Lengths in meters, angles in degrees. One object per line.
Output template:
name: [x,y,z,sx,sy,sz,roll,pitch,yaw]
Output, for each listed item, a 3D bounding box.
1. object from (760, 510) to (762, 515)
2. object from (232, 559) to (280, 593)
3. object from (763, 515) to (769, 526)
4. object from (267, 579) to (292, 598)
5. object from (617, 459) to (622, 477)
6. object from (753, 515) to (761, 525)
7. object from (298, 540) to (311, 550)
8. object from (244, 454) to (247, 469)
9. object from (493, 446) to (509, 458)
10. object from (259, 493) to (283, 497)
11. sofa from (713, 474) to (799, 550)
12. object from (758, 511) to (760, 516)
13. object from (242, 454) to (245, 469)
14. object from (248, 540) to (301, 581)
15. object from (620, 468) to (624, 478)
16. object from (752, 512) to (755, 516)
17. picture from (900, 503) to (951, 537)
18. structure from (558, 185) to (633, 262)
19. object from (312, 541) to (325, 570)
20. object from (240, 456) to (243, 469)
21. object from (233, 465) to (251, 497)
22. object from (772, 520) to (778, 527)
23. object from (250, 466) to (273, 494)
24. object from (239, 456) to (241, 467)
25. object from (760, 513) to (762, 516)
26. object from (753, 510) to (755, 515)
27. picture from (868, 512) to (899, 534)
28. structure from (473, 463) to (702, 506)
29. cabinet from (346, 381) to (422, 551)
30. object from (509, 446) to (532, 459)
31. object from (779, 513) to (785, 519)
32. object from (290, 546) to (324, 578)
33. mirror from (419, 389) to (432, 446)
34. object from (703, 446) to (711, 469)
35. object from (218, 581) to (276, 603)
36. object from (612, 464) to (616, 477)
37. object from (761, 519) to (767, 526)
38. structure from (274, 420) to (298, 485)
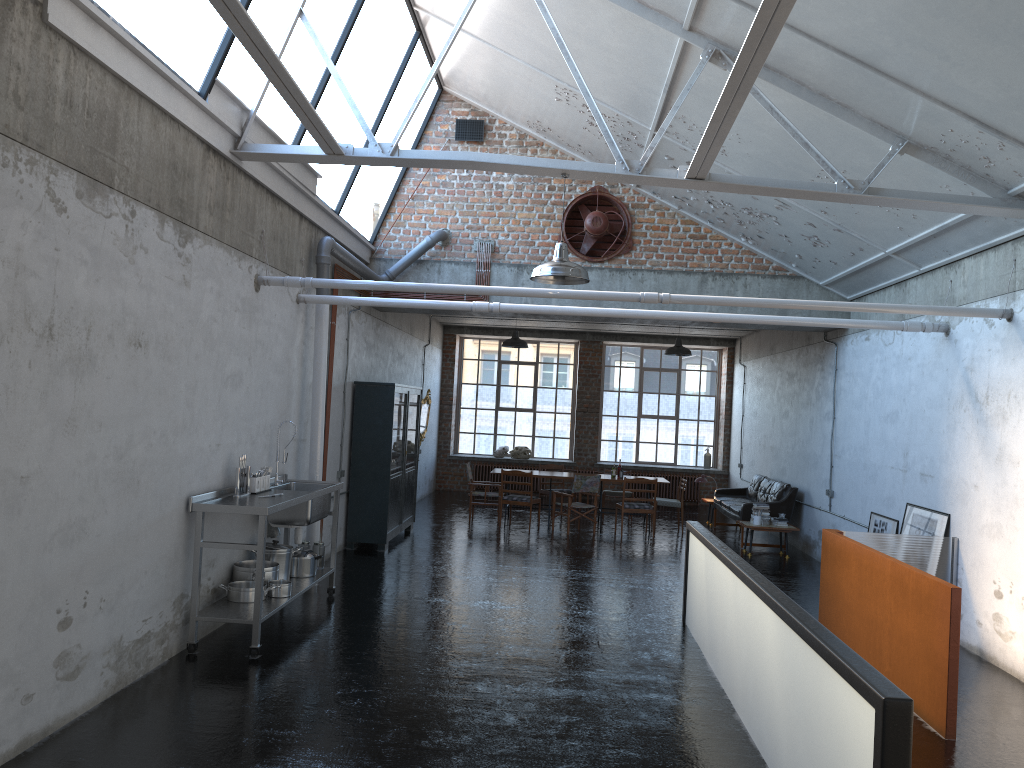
object: [3.789,2.019,13.544,0.052,0.185,0.009,3,-1,5]
object: [-2.317,1.745,8.023,0.403,0.231,0.505,3,-2,15]
object: [3.868,2.076,13.505,0.087,0.155,0.087,4,-2,-24]
object: [-2.050,1.806,7.826,0.202,0.115,0.253,2,-2,30]
object: [1.926,1.506,15.851,0.075,0.324,0.075,2,-2,29]
object: [3.742,2.080,13.528,0.110,0.137,0.110,3,-1,3]
object: [-2.150,1.753,9.156,0.130,0.285,0.130,3,-1,-11]
object: [-2.353,0.681,7.812,0.022,0.132,0.033,3,-1,-1]
object: [-0.263,1.618,21.188,0.281,0.281,0.575,2,-2,30]
object: [-2.129,0.987,7.833,0.045,0.022,0.327,2,-2,23]
sofa: [4.144,2.135,15.346,0.929,1.045,2.610,3,-1,3]
object: [3.775,2.038,13.562,0.023,0.204,0.037,2,-2,43]
object: [-2.356,0.680,7.770,0.022,0.132,0.033,3,-1,-1]
object: [-2.263,1.682,8.434,0.346,0.394,0.392,2,-2,28]
object: [1.944,1.577,15.720,0.051,0.180,0.097,4,-2,-25]
object: [3.724,2.044,13.543,0.137,0.190,0.009,3,-1,6]
picture: [4.271,1.915,9.399,0.233,1.215,1.095,3,-1,3]
structure: [1.201,-2.280,12.687,1.058,1.096,0.808,3,-1,3]
object: [-1.998,1.761,9.147,0.130,0.285,0.130,3,-1,-11]
object: [-2.358,0.688,7.730,0.019,0.114,0.027,3,-1,-1]
object: [-2.363,0.855,7.785,0.067,0.260,0.322,3,-1,3]
object: [3.975,2.107,13.394,0.092,0.099,0.092,3,-2,-19]
object: [-2.340,0.875,8.164,0.166,0.234,0.454,3,-1,5]
object: [-2.360,0.686,7.695,0.019,0.114,0.027,3,-1,-1]
object: [3.787,2.027,13.531,0.062,0.169,0.009,3,-1,3]
object: [3.712,2.035,13.559,0.046,0.202,0.023,2,-2,39]
picture: [4.378,2.071,10.618,0.135,0.994,0.889,3,-1,3]
structure: [1.720,2.331,20.626,5.349,0.713,0.232,3,-1,3]
cabinet: [-1.868,1.154,13.266,0.572,2.297,2.386,3,-1,3]
object: [0.182,1.627,21.099,0.418,0.305,0.625,4,-2,-23]
object: [4.142,2.026,13.608,0.103,0.068,0.103,4,-2,-24]
object: [-2.113,1.755,8.802,0.367,0.278,0.395,4,-2,-45]
mirror: [-1.782,0.686,18.143,0.172,1.182,1.339,3,-1,3]
object: [4.620,1.730,20.948,0.172,0.551,0.172,4,-2,-43]
object: [-2.282,1.788,7.634,0.404,0.124,0.323,2,-2,30]
object: [1.821,1.542,15.816,0.070,0.235,0.041,3,-1,3]
object: [3.812,2.098,13.403,0.092,0.099,0.092,3,-2,-19]
structure: [-2.251,0.681,8.843,0.210,0.661,0.039,3,-1,3]
